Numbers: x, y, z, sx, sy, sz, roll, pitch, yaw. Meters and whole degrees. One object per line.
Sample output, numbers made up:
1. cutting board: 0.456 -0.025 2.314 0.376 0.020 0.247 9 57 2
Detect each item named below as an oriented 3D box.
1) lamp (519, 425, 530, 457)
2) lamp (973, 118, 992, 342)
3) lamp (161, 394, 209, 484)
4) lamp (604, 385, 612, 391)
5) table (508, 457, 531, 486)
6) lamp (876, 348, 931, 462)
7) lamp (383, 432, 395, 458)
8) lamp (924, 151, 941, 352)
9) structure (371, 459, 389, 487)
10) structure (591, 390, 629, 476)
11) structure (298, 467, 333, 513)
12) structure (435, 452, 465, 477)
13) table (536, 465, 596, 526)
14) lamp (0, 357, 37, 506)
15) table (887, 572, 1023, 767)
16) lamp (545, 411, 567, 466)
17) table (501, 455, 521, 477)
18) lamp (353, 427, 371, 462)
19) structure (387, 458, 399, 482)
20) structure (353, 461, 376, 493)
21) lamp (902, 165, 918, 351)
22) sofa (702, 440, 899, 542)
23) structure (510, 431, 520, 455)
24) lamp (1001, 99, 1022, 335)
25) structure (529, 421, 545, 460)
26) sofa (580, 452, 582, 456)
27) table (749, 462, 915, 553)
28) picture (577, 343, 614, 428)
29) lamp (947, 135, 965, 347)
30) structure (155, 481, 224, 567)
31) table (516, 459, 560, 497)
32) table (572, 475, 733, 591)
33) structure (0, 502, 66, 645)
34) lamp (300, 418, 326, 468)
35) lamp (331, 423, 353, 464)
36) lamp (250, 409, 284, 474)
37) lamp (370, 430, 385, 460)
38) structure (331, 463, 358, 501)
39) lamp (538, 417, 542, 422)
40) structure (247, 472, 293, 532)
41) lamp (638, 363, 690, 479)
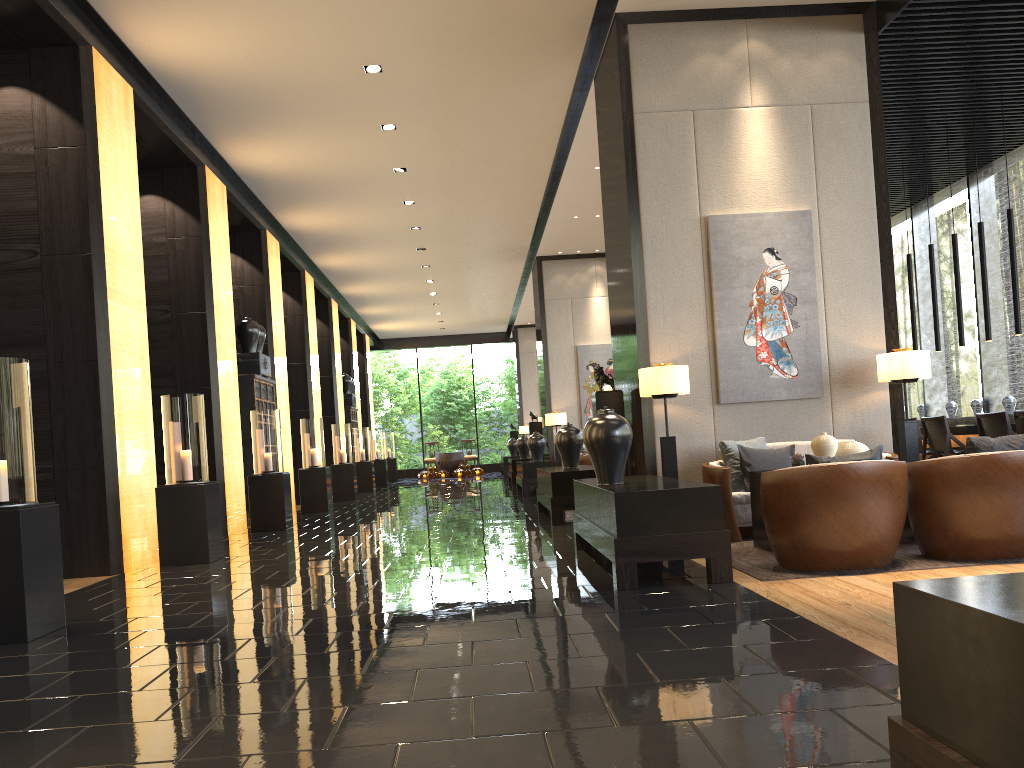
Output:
1. lamp: 0.427 1.813 24.627 0.375 1.350 0.374 -4 -1 27
2. lamp: 4.967 -1.659 9.378 0.060 2.418 0.060 -4 -1 -8
3. lamp: -2.735 0.459 7.407 0.336 0.728 0.337 -3 -1 -30
4. lamp: 1.115 0.666 8.530 0.376 1.318 0.374 -4 -1 41
5. table: 0.256 1.807 18.461 0.620 0.512 1.964 -4 -4 -3
6. lamp: 3.048 0.404 6.805 0.375 1.350 0.374 -4 -1 27
7. lamp: -3.486 1.731 25.009 0.336 0.728 0.337 -3 -1 -15
8. lamp: 4.923 -1.585 10.398 0.060 2.418 0.060 -4 -1 -8
9. structure: -3.315 2.218 22.063 0.402 0.657 0.403 -4 -2 -3
10. structure: 0.856 0.669 7.602 0.240 1.217 0.240 -4 -1 -3
11. structure: -2.939 1.582 13.262 0.402 0.657 0.403 -4 -2 -3
12. structure: -1.821 2.382 26.177 0.872 0.709 0.876 -3 -3 -14
13. table: 0.638 1.160 9.510 0.620 0.512 1.964 -4 -4 -3
14. lamp: -2.610 0.247 4.473 0.336 0.728 0.337 -3 -1 -30
15. table: 1.018 0.517 0.607 0.620 0.512 1.964 -4 -4 -3
16. lamp: 0.810 1.164 15.642 0.375 1.350 0.375 -4 -1 16
17. table: 0.038 2.176 23.573 0.620 0.512 1.964 -4 -4 -3
18. lamp: -3.236 1.307 19.142 0.336 0.728 0.337 -4 -1 -1
19. structure: -3.440 2.430 24.997 0.402 0.657 0.403 -4 -2 -3
20. structure: -3.189 2.006 19.129 0.402 0.657 0.403 -4 -2 -3
21. lamp: 4.901 -1.547 10.923 0.060 2.418 0.060 -4 -1 -8
22. sofa: 2.152 0.783 6.678 1.448 0.693 0.604 -4 -2 -2
23. structure: 0.091 1.964 25.529 0.240 1.217 0.240 -4 -1 -3
24. lamp: 4.989 -1.696 8.865 0.060 2.418 0.060 -4 -1 -8
25. structure: 0.474 1.316 16.553 0.240 1.217 0.240 -4 -1 -3
26. sofa: 1.773 1.424 15.543 1.448 0.693 0.604 -4 -2 -2
27. table: 2.183 0.809 5.849 1.041 0.517 0.576 -4 -2 -3
28. picture: 1.642 0.029 15.993 0.834 1.501 0.037 -4 -1 -2
29. lamp: 4.945 -1.622 9.891 0.060 2.418 0.060 -4 -1 -8
30. structure: -2.688 1.158 7.394 0.402 0.657 0.403 -4 -2 -3
31. table: 0.421 1.528 14.598 0.620 0.512 1.964 -4 -4 -3
32. table: 0.803 0.881 5.647 0.620 0.512 1.964 -4 -4 -3
33. structure: -2.563 0.946 4.461 0.402 0.657 0.403 -4 -2 -3
34. lamp: -2.986 0.883 13.274 0.336 0.728 0.337 -4 -1 -1
35. lamp: -3.111 1.095 16.208 0.336 0.728 0.337 -4 -1 -1
36. lamp: -2.860 0.671 10.340 0.337 0.728 0.337 -4 -1 3
37. lamp: -3.361 1.519 22.075 0.336 0.728 0.337 -4 -1 -1
38. structure: -3.064 1.794 16.196 0.402 0.657 0.403 -4 -2 -3
39. lamp: 0.733 1.294 17.449 0.375 1.350 0.375 -4 -1 16
40. structure: -2.814 1.370 10.328 0.402 0.657 0.403 -4 -2 -3
41. lamp: 1.191 0.521 6.724 0.374 1.347 0.376 -3 -1 -41
